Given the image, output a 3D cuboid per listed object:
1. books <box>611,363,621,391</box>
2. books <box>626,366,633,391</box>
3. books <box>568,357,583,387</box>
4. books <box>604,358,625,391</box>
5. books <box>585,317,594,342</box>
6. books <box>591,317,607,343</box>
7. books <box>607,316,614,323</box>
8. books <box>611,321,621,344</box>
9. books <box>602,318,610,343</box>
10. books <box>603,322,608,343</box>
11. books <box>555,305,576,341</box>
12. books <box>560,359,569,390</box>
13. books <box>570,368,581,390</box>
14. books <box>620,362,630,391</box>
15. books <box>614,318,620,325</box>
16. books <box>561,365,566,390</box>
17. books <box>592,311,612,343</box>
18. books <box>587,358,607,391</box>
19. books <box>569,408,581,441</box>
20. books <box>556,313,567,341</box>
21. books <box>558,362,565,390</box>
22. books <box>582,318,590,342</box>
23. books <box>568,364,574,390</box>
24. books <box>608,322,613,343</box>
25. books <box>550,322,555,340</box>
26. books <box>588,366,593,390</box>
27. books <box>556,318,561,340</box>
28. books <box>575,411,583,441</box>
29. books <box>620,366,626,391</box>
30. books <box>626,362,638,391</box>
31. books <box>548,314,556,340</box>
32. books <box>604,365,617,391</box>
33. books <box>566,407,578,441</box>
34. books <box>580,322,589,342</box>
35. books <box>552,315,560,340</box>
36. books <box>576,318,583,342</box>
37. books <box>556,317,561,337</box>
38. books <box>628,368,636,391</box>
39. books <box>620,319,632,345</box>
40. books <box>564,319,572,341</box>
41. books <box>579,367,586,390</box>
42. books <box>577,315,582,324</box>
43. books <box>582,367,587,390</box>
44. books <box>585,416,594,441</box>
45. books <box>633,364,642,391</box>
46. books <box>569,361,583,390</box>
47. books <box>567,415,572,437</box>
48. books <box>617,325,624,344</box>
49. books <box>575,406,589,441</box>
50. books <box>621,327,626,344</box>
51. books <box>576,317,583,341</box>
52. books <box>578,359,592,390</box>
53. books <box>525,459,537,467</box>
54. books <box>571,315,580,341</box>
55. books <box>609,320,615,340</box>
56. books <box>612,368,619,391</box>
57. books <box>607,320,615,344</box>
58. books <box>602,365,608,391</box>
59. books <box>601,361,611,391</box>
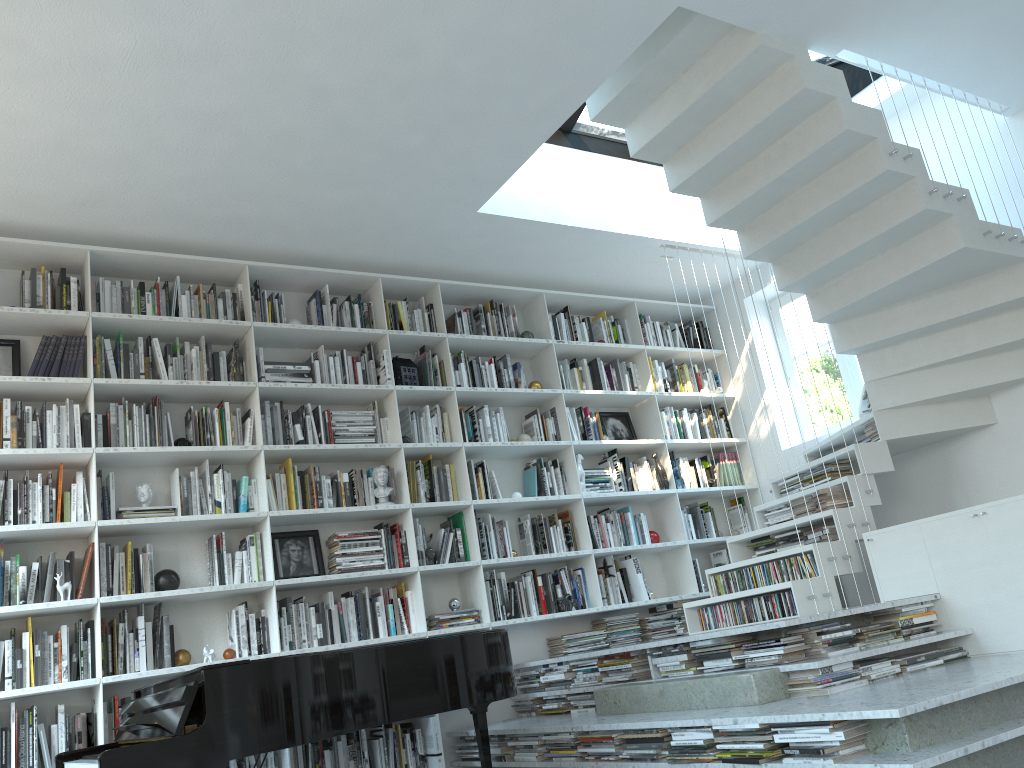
[{"bbox_3d":[0.738,-0.003,6.610,0.023,0.263,0.156,1,-20,-32],"label":"books"},{"bbox_3d":[0.835,0.009,6.661,0.030,0.240,0.162,1,-20,-32],"label":"books"},{"bbox_3d":[0.447,-0.025,6.433,0.011,0.295,0.163,1,-20,-32],"label":"books"},{"bbox_3d":[0.761,-0.021,6.615,0.022,0.293,0.181,1,-20,-32],"label":"books"},{"bbox_3d":[0.543,-0.350,6.626,0.030,0.256,0.165,1,-20,-32],"label":"books"},{"bbox_3d":[0.643,-0.350,6.677,0.019,0.255,0.169,1,-20,-32],"label":"books"},{"bbox_3d":[0.753,-0.360,6.778,0.020,0.298,0.131,1,-20,-32],"label":"books"},{"bbox_3d":[0.753,-0.337,6.743,0.018,0.234,0.187,1,-20,-32],"label":"books"},{"bbox_3d":[0.668,-0.344,6.701,0.016,0.251,0.189,1,-20,-32],"label":"books"},{"bbox_3d":[0.656,-0.332,6.682,0.008,0.220,0.183,1,-20,-32],"label":"books"},{"bbox_3d":[0.394,-0.392,6.535,0.014,0.331,0.181,1,-20,-32],"label":"books"},{"bbox_3d":[0.356,-0.021,6.374,0.051,0.281,0.167,1,-20,-32],"label":"books"},{"bbox_3d":[0.424,0.011,6.387,0.025,0.207,0.176,1,-20,-32],"label":"books"},{"bbox_3d":[0.808,-0.009,6.642,0.036,0.271,0.177,1,-20,-32],"label":"books"},{"bbox_3d":[0.796,-0.348,6.805,0.025,0.278,0.136,1,-20,-32],"label":"books"},{"bbox_3d":[0.333,0.000,6.351,0.013,0.236,0.142,1,-20,-32],"label":"books"},{"bbox_3d":[0.686,-0.376,6.726,0.007,0.319,0.166,1,-20,-32],"label":"books"},{"bbox_3d":[0.581,-0.024,6.457,0.032,0.264,0.246,1,-20,-32],"label":"books"},{"bbox_3d":[0.419,0.327,6.285,0.012,0.284,0.160,1,-20,-32],"label":"books"},{"bbox_3d":[0.342,-0.365,6.501,0.048,0.277,0.150,1,-20,-32],"label":"books"},{"bbox_3d":[0.319,-0.008,6.348,0.012,0.253,0.161,1,-20,-32],"label":"books"},{"bbox_3d":[0.519,-0.344,6.624,0.012,0.253,0.161,1,-20,-32],"label":"books"},{"bbox_3d":[0.387,-0.002,6.398,0.026,0.250,0.131,1,-20,-32],"label":"books"},{"bbox_3d":[0.704,-0.334,6.709,0.007,0.225,0.170,1,-20,-32],"label":"books"},{"bbox_3d":[0.241,-0.328,6.402,0.022,0.182,0.190,1,-20,-32],"label":"books"},{"bbox_3d":[0.533,0.005,6.480,0.025,0.237,0.143,1,-20,-32],"label":"books"},{"bbox_3d":[0.293,-0.344,6.461,0.024,0.230,0.169,1,-20,-32],"label":"books"},{"bbox_3d":[0.439,0.339,6.305,0.043,0.268,0.131,1,-20,-32],"label":"books"},{"bbox_3d":[0.785,0.004,6.633,0.011,0.248,0.152,1,-20,-32],"label":"books"},{"bbox_3d":[0.882,-0.008,6.706,0.026,0.283,0.147,1,-20,-32],"label":"books"},{"bbox_3d":[0.250,-0.356,6.433,0.025,0.250,0.178,1,-20,-32],"label":"books"},{"bbox_3d":[0.695,0.002,6.560,0.014,0.239,0.190,1,-20,-32],"label":"books"},{"bbox_3d":[0.387,0.322,6.258,0.065,0.288,0.146,1,-20,-32],"label":"books"},{"bbox_3d":[0.494,-0.328,6.573,0.024,0.201,0.190,1,-20,-32],"label":"books"},{"bbox_3d":[0.275,-0.353,6.442,0.026,0.241,0.185,1,-20,-32],"label":"books"},{"bbox_3d":[0.452,-0.344,6.558,0.022,0.235,0.172,1,-20,-32],"label":"books"},{"bbox_3d":[0.304,-0.347,6.491,0.027,0.249,0.140,1,-20,-32],"label":"books"},{"bbox_3d":[0.864,0.016,6.689,0.022,0.233,0.159,1,-20,-32],"label":"books"},{"bbox_3d":[0.853,-0.345,6.820,0.026,0.262,0.163,1,-20,-32],"label":"books"},{"bbox_3d":[0.378,-0.341,6.517,0.030,0.230,0.148,1,-20,-32],"label":"books"},{"bbox_3d":[0.470,0.009,6.434,0.030,0.223,0.158,1,-20,-32],"label":"books"},{"bbox_3d":[0.490,-0.356,6.614,0.012,0.278,0.153,1,-20,-32],"label":"books"},{"bbox_3d":[0.485,0.009,6.461,0.024,0.235,0.147,1,-20,-32],"label":"books"},{"bbox_3d":[0.513,0.357,6.299,0.013,0.206,0.190,1,-20,-32],"label":"books"},{"bbox_3d":[0.908,0.001,6.717,0.031,0.264,0.170,1,-20,-32],"label":"books"},{"bbox_3d":[0.439,-0.012,6.412,0.026,0.260,0.168,1,-20,-32],"label":"books"},{"bbox_3d":[0.361,0.339,6.227,0.011,0.247,0.156,1,-20,-32],"label":"books"},{"bbox_3d":[0.788,-0.322,6.767,0.029,0.209,0.170,1,-20,-32],"label":"books"},{"bbox_3d":[0.473,0.322,6.304,0.012,0.286,0.177,1,-20,-32],"label":"books"},{"bbox_3d":[0.822,-0.314,6.815,0.031,0.210,0.132,1,-20,-32],"label":"books"},{"bbox_3d":[0.464,-0.349,6.579,0.021,0.253,0.152,1,-20,-32],"label":"books"},{"bbox_3d":[0.512,-0.022,6.466,0.026,0.287,0.156,1,-20,-32],"label":"books"},{"bbox_3d":[0.154,0.664,5.981,0.016,0.289,0.135,1,-20,-32],"label":"books"},{"bbox_3d":[0.435,-0.357,6.551,0.014,0.261,0.169,1,-20,-32],"label":"books"},{"bbox_3d":[0.725,-0.340,6.754,0.017,0.256,0.147,1,-20,-32],"label":"books"},{"bbox_3d":[0.724,0.015,6.582,0.031,0.217,0.166,1,-20,-32],"label":"books"},{"bbox_3d":[0.713,-0.342,6.728,0.031,0.248,0.165,1,-20,-32],"label":"books"},{"bbox_3d":[0.625,0.003,6.510,0.030,0.229,0.187,1,-20,-32],"label":"books"},{"bbox_3d":[0.653,-0.011,6.569,0.048,0.282,0.163,1,-20,-32],"label":"books"}]
